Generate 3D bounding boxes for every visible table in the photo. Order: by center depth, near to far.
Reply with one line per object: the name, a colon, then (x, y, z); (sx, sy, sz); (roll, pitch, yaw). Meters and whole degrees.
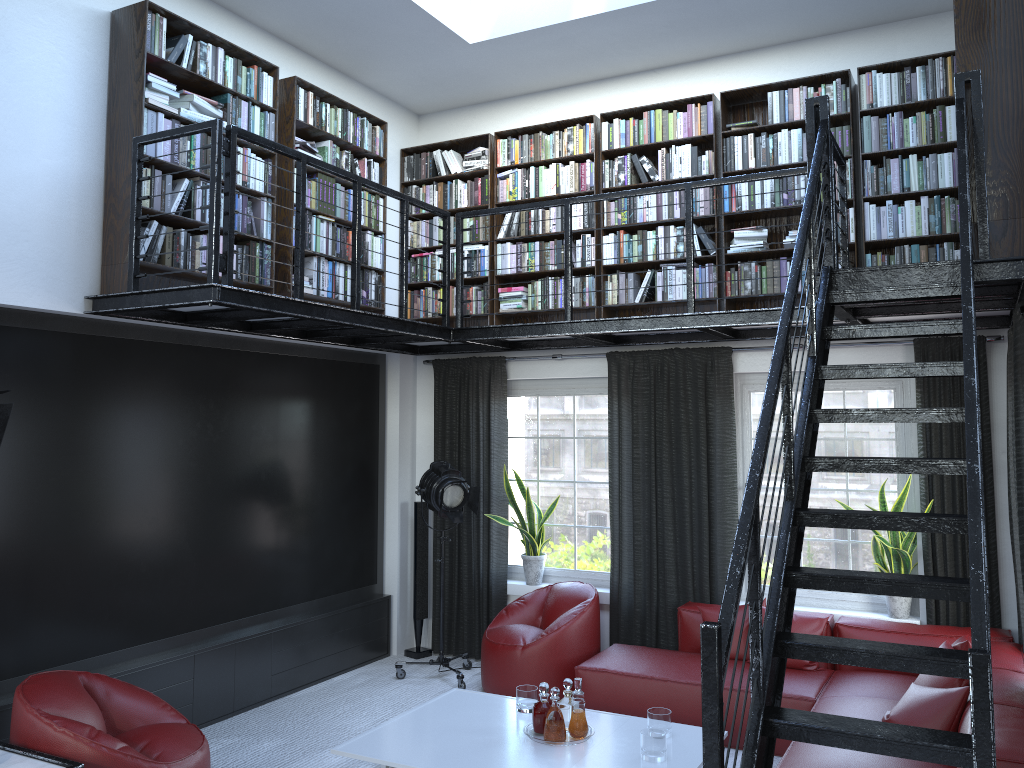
table: (0.115, 1.924, 4.476); (1.664, 0.244, 1.163); (-2, -3, 28)

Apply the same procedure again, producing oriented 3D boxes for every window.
window: (2.121, 0.711, 6.047); (1.166, 1.610, 0.132); (-2, -6, 28)
window: (0.347, 0.758, 6.981); (1.166, 1.610, 0.132); (-2, -6, 28)

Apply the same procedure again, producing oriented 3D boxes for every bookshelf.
bookshelf: (0.455, -1.271, 5.215); (4.473, 1.621, 3.082); (-2, -4, 28)

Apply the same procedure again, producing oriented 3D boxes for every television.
television: (-1.808, 0.892, 5.744); (0.116, 2.434, 3.345); (-3, -4, 28)

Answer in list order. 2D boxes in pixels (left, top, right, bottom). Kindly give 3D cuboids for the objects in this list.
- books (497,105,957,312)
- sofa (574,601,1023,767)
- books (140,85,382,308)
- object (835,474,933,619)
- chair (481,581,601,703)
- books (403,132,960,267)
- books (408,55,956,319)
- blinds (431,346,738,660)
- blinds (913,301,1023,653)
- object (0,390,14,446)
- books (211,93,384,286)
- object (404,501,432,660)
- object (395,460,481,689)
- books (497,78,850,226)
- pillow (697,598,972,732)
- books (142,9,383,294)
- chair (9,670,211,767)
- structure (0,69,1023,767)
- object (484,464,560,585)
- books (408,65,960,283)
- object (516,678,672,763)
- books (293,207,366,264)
books: (1.425, -1.144, 6.254); (3.389, 1.125, 0.240); (-2, -5, 28)
sofa: (1.187, 1.727, 4.377); (2.540, 0.658, 3.273); (-2, -3, 28)
books: (0.269, -1.358, 4.859); (4.374, 1.413, 2.200); (-2, -4, 27)
object: (2.344, 1.015, 5.586); (0.553, 0.942, 0.524); (-1, -5, 17)
chair: (0.199, 1.777, 6.179); (0.830, 0.713, 0.828); (1, -4, -11)
books: (1.086, -1.275, 6.426); (4.439, 1.400, 0.241); (-2, -5, 28)
books: (0.847, -1.311, 6.009); (4.432, 1.433, 1.282); (-2, -4, 29)
blinds: (0.434, 0.945, 6.678); (2.506, 2.393, 0.125); (-2, -5, 28)
blinds: (2.680, 0.844, 4.707); (0.527, 2.387, 1.744); (-1, -4, 10)
object: (-2.232, 0.679, 3.364); (0.544, 1.583, 0.609); (2, -5, -18)
books: (0.402, -1.212, 5.119); (4.333, 1.143, 1.595); (-2, -4, 27)
object: (-0.751, 1.565, 7.138); (0.157, 1.225, 0.157); (-5, -7, 43)
object: (0.588, 1.343, 6.284); (2.905, 1.583, 0.751); (-1, -5, 12)
books: (1.089, -1.571, 6.465); (2.635, 0.830, 0.213); (-2, -5, 28)
pillow: (1.991, 1.521, 5.017); (0.983, 0.403, 1.952); (1, -3, -20)
books: (-1.592, -1.320, 5.813); (0.314, 1.427, 2.202); (-3, -4, 28)
chair: (-1.790, 1.671, 3.987); (0.830, 0.713, 0.828); (-1, -4, 7)
structure: (0.096, 0.359, 4.398); (4.486, 3.364, 4.605); (-2, -4, 28)
object: (-0.002, 1.079, 6.849); (0.552, 0.942, 0.525); (-4, -6, 38)
books: (1.089, -1.286, 6.430); (4.433, 1.416, 0.226); (-2, -5, 28)
object: (0.363, 1.662, 4.585); (1.008, 0.295, 0.511); (-2, -4, 31)
books: (0.536, -1.336, 5.326); (4.381, 1.408, 1.167); (-2, -4, 28)
